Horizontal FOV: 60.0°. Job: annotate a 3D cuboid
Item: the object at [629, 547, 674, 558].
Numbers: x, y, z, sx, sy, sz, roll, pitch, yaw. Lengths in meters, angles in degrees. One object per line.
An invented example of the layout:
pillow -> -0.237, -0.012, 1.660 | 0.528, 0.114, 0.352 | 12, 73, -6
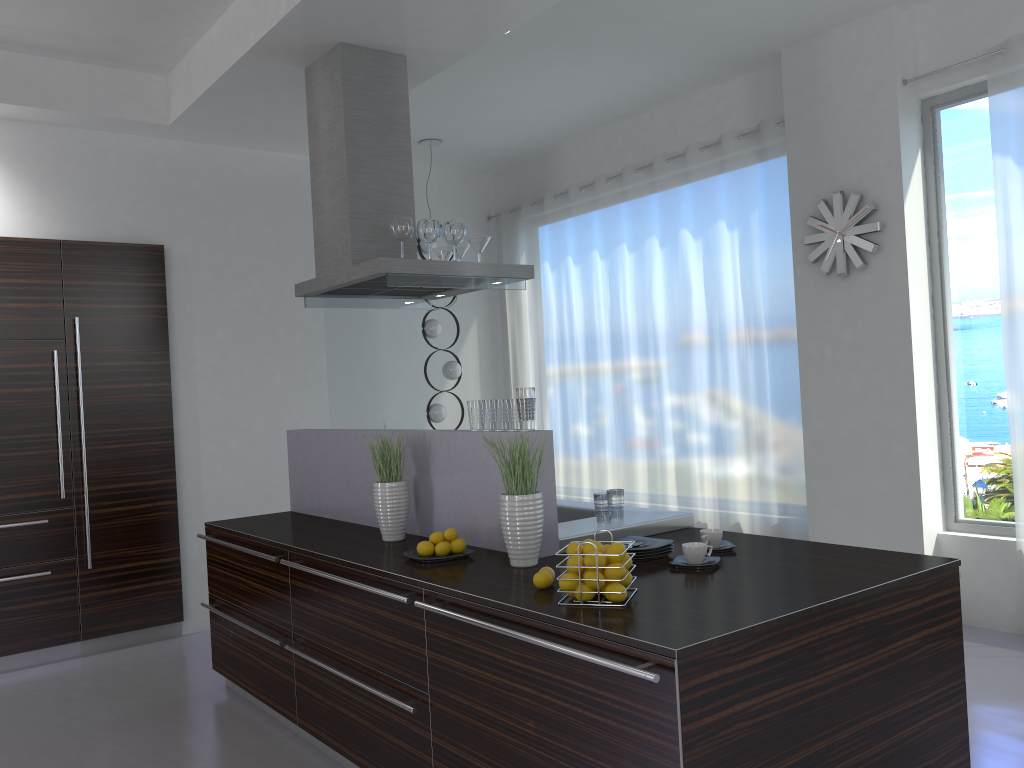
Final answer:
object -> 0.425, 0.579, 3.076 | 0.232, 0.020, 0.232 | -3, 0, -28

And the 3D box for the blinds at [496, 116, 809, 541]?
blinds -> 0.872, -0.112, 6.967 | 0.120, 3.112, 3.245 | -3, 0, -37

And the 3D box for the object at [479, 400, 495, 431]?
object -> -0.091, 0.121, 3.430 | 0.071, 0.119, 0.072 | -3, 0, 3

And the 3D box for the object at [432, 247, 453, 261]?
object -> -0.381, -0.680, 5.031 | 0.137, 0.174, 0.137 | -3, 0, 18

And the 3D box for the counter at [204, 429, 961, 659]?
counter -> -0.085, 0.833, 3.683 | 1.302, 1.300, 3.291 | -3, 0, -37

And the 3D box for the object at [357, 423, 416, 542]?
object -> -0.532, 0.403, 3.706 | 0.247, 0.502, 0.269 | -3, 0, -36

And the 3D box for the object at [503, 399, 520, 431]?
object -> 0.006, 0.115, 3.301 | 0.071, 0.119, 0.072 | -3, 0, 3

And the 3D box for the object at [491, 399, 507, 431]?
object -> -0.042, 0.118, 3.365 | 0.071, 0.119, 0.072 | -3, 0, 3

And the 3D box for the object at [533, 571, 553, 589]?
object -> 0.092, 0.587, 2.653 | 0.053, 0.051, 0.063 | -3, 0, -33

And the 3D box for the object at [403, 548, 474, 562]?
object -> -0.269, 0.627, 3.264 | 0.232, 0.020, 0.232 | -3, 0, -28

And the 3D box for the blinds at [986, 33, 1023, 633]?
blinds -> 3.421, -0.277, 3.549 | 0.120, 3.112, 2.830 | -3, 0, -37

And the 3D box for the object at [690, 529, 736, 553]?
object -> 0.703, 0.550, 3.120 | 0.153, 0.069, 0.153 | -3, 0, -3

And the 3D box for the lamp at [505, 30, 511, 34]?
lamp -> -0.073, -1.996, 4.964 | 0.132, 0.035, 0.132 | -3, 0, -17

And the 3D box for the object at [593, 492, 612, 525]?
object -> 0.357, 0.487, 3.473 | 0.071, 0.119, 0.072 | -3, 0, -37

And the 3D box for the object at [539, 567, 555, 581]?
object -> 0.106, 0.586, 2.715 | 0.053, 0.051, 0.063 | -3, 0, 22

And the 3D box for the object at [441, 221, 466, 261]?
object -> -0.294, -0.712, 4.517 | 0.125, 0.221, 0.125 | -3, 0, -12

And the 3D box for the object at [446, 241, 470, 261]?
object -> -0.288, -0.686, 4.881 | 0.137, 0.174, 0.137 | -3, 0, 18

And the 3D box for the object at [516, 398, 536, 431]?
object -> 0.054, 0.112, 3.236 | 0.071, 0.119, 0.072 | -3, 0, 3

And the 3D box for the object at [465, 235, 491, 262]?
object -> -0.175, -0.694, 4.729 | 0.137, 0.174, 0.137 | -3, 0, 18

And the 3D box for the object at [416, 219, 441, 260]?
object -> -0.412, -0.706, 4.429 | 0.125, 0.221, 0.125 | -3, 0, -12

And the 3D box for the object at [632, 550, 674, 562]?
object -> 0.425, 0.589, 3.076 | 0.232, 0.020, 0.232 | -3, 0, -28

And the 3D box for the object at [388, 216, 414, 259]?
object -> -0.537, -0.700, 4.334 | 0.125, 0.221, 0.125 | -3, 0, -12

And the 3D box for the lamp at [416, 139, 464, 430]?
lamp -> -0.595, -0.782, 7.193 | 0.367, 2.370, 0.180 | -3, -1, -43

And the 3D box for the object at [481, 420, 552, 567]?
object -> 0.019, 0.367, 3.008 | 0.269, 0.502, 0.247 | -3, 0, 6

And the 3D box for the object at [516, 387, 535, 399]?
object -> 0.052, 0.073, 3.236 | 0.071, 0.119, 0.072 | -3, 0, 3

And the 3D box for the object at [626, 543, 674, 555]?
object -> 0.424, 0.569, 3.076 | 0.232, 0.020, 0.232 | -3, 0, -33

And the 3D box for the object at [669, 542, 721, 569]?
object -> 0.591, 0.554, 2.871 | 0.153, 0.069, 0.153 | -3, 0, 27

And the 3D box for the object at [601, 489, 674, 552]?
object -> 0.381, 0.499, 3.261 | 0.269, 0.147, 0.646 | -3, 0, -12

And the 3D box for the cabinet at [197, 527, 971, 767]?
cabinet -> -0.083, 1.058, 3.677 | 1.377, 0.852, 3.285 | -3, 0, -37

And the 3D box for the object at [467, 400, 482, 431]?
object -> -0.139, 0.125, 3.495 | 0.072, 0.119, 0.071 | -3, 0, 13

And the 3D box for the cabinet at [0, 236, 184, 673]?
cabinet -> -3.758, 0.444, 4.795 | 3.600, 2.500, 0.669 | -3, 0, -37
